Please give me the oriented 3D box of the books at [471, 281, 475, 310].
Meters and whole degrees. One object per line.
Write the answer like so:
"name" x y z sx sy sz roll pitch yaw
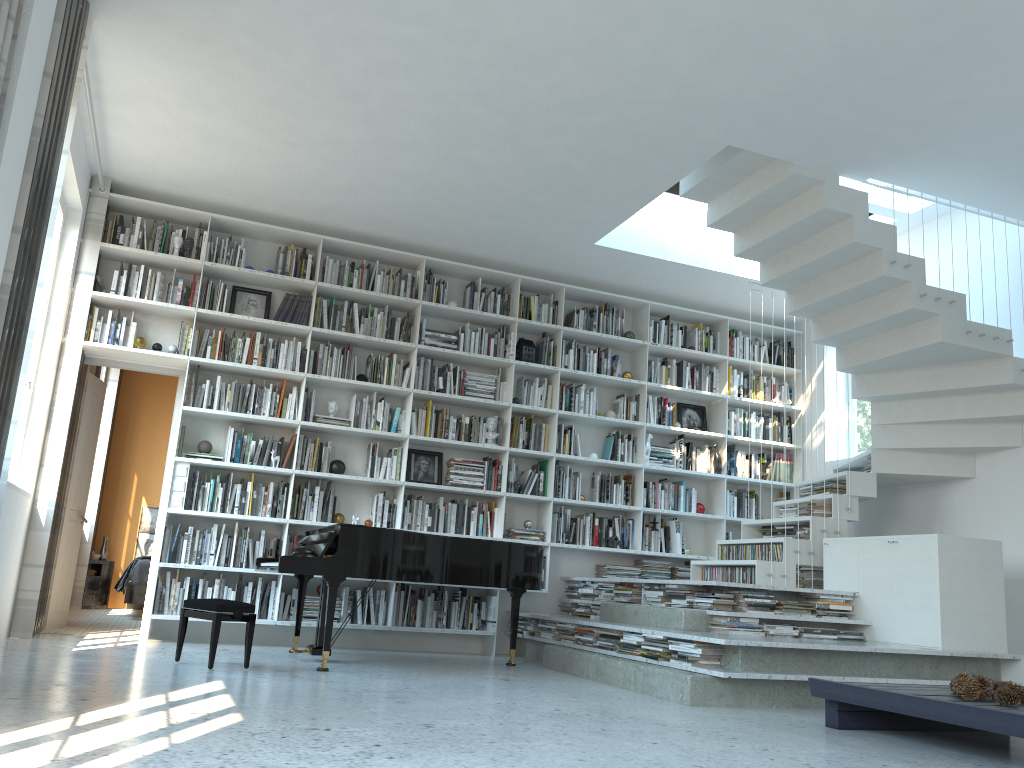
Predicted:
"books" -0.352 -0.711 7.554 0.011 0.295 0.157 9 -13 -20

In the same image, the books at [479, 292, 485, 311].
"books" -0.287 -0.660 7.565 0.050 0.210 0.173 9 -13 -20

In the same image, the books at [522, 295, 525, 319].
"books" 0.075 -0.629 7.704 0.034 0.260 0.158 9 -13 -20

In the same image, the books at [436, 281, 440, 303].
"books" -0.641 -0.730 7.453 0.014 0.247 0.139 9 -13 -20

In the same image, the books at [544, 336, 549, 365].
"books" 0.268 -0.256 7.697 0.021 0.287 0.179 9 -13 -20

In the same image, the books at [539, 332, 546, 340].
"books" 0.248 -0.279 7.717 0.025 0.338 0.143 9 -13 -20

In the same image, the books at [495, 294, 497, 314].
"books" -0.170 -0.646 7.608 0.012 0.216 0.179 9 -13 -20

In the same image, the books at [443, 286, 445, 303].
"books" -0.600 -0.723 7.475 0.013 0.249 0.148 9 -13 -20

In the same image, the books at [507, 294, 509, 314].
"books" -0.067 -0.639 7.666 0.014 0.243 0.145 9 -13 -20

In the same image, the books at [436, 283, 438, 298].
"books" -0.655 -0.721 7.459 0.006 0.232 0.136 8 -13 -20

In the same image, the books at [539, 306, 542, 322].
"books" 0.216 -0.569 7.742 0.022 0.179 0.173 9 -13 -20

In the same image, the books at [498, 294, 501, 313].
"books" -0.140 -0.643 7.649 0.026 0.233 0.137 9 -13 -20

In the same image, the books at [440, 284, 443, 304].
"books" -0.613 -0.714 7.449 0.016 0.218 0.144 9 -13 -20

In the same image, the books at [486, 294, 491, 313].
"books" -0.222 -0.647 7.586 0.033 0.202 0.166 9 -13 -20

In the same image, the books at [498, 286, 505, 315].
"books" -0.102 -0.676 7.657 0.012 0.307 0.138 9 -13 -20

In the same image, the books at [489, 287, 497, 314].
"books" -0.175 -0.675 7.600 0.010 0.269 0.180 9 -13 -20

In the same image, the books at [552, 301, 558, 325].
"books" 0.350 -0.586 7.793 0.029 0.252 0.186 9 -13 -20

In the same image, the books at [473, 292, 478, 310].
"books" -0.340 -0.663 7.563 0.031 0.208 0.147 9 -13 -20

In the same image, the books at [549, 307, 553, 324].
"books" 0.308 -0.560 7.788 0.022 0.193 0.182 9 -13 -20

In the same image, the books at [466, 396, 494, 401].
"books" -0.297 0.134 7.418 0.254 0.012 0.161 8 -14 -17

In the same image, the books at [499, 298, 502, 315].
"books" -0.120 -0.627 7.647 0.014 0.204 0.135 9 -13 -20

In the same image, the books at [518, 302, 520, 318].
"books" 0.029 -0.601 7.689 0.015 0.192 0.160 9 -13 -20

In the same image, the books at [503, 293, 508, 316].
"books" -0.083 -0.644 7.649 0.028 0.243 0.161 9 -13 -20

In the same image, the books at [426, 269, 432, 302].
"books" -0.708 -0.786 7.437 0.014 0.340 0.145 9 -13 -20

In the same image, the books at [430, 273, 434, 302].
"books" -0.696 -0.763 7.432 0.010 0.295 0.153 9 -13 -20

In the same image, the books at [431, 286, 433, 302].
"books" -0.694 -0.715 7.437 0.011 0.205 0.146 9 -13 -20

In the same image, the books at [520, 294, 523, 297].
"books" 0.051 -0.633 7.693 0.006 0.259 0.166 9 -13 -20

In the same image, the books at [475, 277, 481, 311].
"books" -0.309 -0.724 7.563 0.010 0.330 0.186 9 -13 -20

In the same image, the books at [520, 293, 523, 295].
"books" 0.054 -0.639 7.707 0.007 0.278 0.150 9 -13 -20

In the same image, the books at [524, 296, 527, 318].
"books" 0.092 -0.625 7.719 0.008 0.261 0.142 9 -13 -20

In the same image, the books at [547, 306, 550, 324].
"books" 0.283 -0.566 7.787 0.025 0.203 0.162 9 -13 -20

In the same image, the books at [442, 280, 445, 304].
"books" -0.601 -0.730 7.455 0.005 0.254 0.168 9 -13 -20

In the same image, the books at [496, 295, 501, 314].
"books" -0.148 -0.639 7.597 0.023 0.201 0.193 9 -13 -20

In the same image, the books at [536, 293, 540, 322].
"books" 0.204 -0.628 7.751 0.010 0.297 0.168 9 -13 -20

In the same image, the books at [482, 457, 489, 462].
"books" -0.228 0.756 7.348 0.011 0.298 0.130 9 -13 -20

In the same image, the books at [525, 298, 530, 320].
"books" 0.108 -0.613 7.703 0.015 0.233 0.171 9 -13 -20

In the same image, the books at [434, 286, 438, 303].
"books" -0.663 -0.709 7.432 0.023 0.195 0.172 9 -13 -20

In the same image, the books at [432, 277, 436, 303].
"books" -0.672 -0.747 7.422 0.011 0.264 0.163 9 -13 -20

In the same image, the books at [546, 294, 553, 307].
"books" 0.322 -0.620 7.824 0.012 0.329 0.128 9 -13 -20

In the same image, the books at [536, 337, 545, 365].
"books" 0.233 -0.255 7.675 0.021 0.271 0.190 9 -13 -20

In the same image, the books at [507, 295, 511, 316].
"books" -0.051 -0.636 7.662 0.014 0.238 0.153 9 -13 -20

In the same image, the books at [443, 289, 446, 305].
"books" -0.588 -0.692 7.463 0.010 0.186 0.152 9 -13 -20

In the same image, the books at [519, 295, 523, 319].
"books" 0.050 -0.627 7.675 0.007 0.239 0.191 9 -13 -20

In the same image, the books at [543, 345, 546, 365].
"books" 0.249 -0.219 7.705 0.024 0.216 0.169 9 -13 -20

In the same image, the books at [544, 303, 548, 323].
"books" 0.265 -0.579 7.760 0.031 0.212 0.170 9 -13 -20

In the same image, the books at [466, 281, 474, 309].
"books" -0.370 -0.714 7.539 0.014 0.291 0.176 9 -13 -20

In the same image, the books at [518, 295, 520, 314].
"books" 0.024 -0.655 7.690 0.007 0.297 0.181 8 -13 -20

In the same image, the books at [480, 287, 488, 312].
"books" -0.255 -0.680 7.601 0.028 0.269 0.140 9 -13 -20

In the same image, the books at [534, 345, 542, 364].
"books" 0.213 -0.222 7.696 0.019 0.213 0.156 9 -13 -20

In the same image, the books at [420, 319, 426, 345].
"books" -0.754 -0.394 7.313 0.021 0.248 0.192 9 -13 -20

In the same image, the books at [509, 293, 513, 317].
"books" -0.037 -0.641 7.676 0.022 0.256 0.137 9 -13 -20

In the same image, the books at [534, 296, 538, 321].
"books" 0.178 -0.617 7.758 0.030 0.274 0.151 9 -13 -20

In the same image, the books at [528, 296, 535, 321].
"books" 0.146 -0.617 7.723 0.054 0.254 0.191 9 -13 -20

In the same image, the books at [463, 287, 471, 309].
"books" -0.390 -0.690 7.546 0.012 0.245 0.151 9 -13 -20

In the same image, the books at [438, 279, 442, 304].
"books" -0.626 -0.737 7.453 0.013 0.264 0.147 9 -13 -20

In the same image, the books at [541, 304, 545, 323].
"books" 0.238 -0.576 7.753 0.024 0.201 0.180 9 -13 -20

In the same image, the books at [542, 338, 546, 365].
"books" 0.244 -0.250 7.693 0.022 0.271 0.182 9 -13 -20

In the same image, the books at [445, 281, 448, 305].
"books" -0.573 -0.726 7.467 0.011 0.255 0.143 9 -13 -20

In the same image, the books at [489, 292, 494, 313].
"books" -0.197 -0.658 7.604 0.023 0.236 0.154 9 -13 -20
